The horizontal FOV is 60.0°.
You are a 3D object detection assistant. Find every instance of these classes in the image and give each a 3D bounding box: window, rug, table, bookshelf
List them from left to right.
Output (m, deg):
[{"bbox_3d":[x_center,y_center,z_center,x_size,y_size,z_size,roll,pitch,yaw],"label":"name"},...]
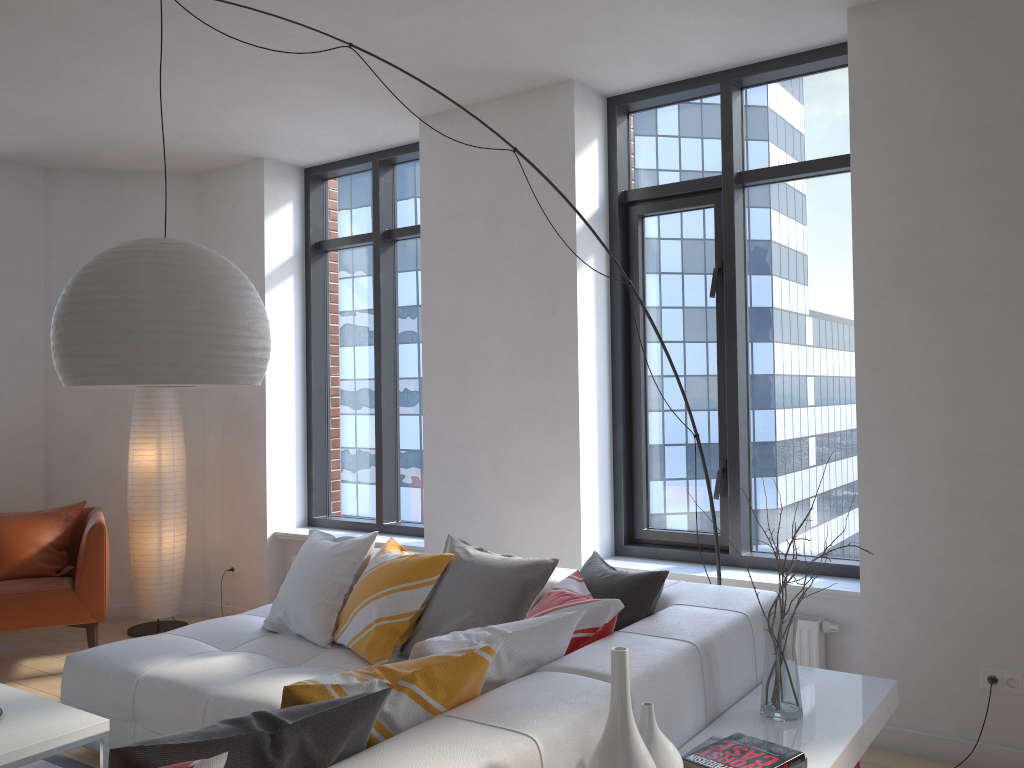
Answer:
[{"bbox_3d":[-2.022,1.473,2.315,1.662,0.016,2.326,-2,-2,34],"label":"rug"},{"bbox_3d":[-1.993,1.257,2.582,1.091,0.435,1.091,-2,-2,34],"label":"table"},{"bbox_3d":[-0.796,-0.266,5.640,1.310,2.402,0.170,-2,-2,34],"label":"window"},{"bbox_3d":[0.350,1.186,1.849,0.356,0.500,2.600,-2,-2,34],"label":"bookshelf"},{"bbox_3d":[1.100,-0.322,4.338,1.310,2.402,0.170,-2,-2,34],"label":"window"}]

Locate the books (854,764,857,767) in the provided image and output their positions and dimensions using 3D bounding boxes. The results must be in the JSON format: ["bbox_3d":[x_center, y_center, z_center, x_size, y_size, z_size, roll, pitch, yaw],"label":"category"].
[{"bbox_3d":[0.963,1.242,2.706,0.187,0.249,0.119,-2,-2,34],"label":"books"}]

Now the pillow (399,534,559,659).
[{"bbox_3d":[-0.627,0.818,2.203,0.647,0.453,2.953,-1,-1,22],"label":"pillow"}]

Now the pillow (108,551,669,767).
[{"bbox_3d":[-0.121,0.818,2.369,0.608,0.436,2.120,-2,-1,30],"label":"pillow"}]

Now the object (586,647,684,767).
[{"bbox_3d":[0.276,0.738,1.864,0.316,0.398,0.319,0,-1,-32],"label":"object"}]

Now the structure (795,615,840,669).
[{"bbox_3d":[0.963,1.244,4.013,1.015,0.460,0.110,-2,-2,34],"label":"structure"}]

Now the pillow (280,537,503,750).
[{"bbox_3d":[-0.448,0.849,2.837,0.630,0.440,2.095,-1,-1,-9],"label":"pillow"}]

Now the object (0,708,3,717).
[{"bbox_3d":[-1.739,0.906,2.695,0.330,0.265,0.330,0,-1,-31],"label":"object"}]

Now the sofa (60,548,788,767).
[{"bbox_3d":[-1.022,1.103,2.478,2.614,0.732,3.424,-2,-2,34],"label":"sofa"}]

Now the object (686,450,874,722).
[{"bbox_3d":[0.825,0.571,2.530,0.406,0.744,0.607,0,-1,-16],"label":"object"}]

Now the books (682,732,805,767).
[{"bbox_3d":[0.551,0.899,2.115,0.238,0.027,0.188,0,-2,-42],"label":"books"}]

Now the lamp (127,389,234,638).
[{"bbox_3d":[-2.015,0.777,5.561,0.804,1.550,0.502,-1,-1,-5],"label":"lamp"}]

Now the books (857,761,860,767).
[{"bbox_3d":[0.979,1.239,2.735,0.198,0.255,0.116,-2,-2,34],"label":"books"}]

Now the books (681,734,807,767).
[{"bbox_3d":[0.532,0.926,2.129,0.245,0.026,0.300,-2,-2,39],"label":"books"}]

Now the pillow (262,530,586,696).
[{"bbox_3d":[-0.543,0.839,3.142,0.580,0.456,2.156,0,-1,-30],"label":"pillow"}]

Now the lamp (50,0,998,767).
[{"bbox_3d":[0.192,0.141,3.086,3.199,2.647,0.710,0,-1,-20],"label":"lamp"}]

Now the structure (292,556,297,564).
[{"bbox_3d":[-0.935,1.300,5.316,1.015,0.460,0.110,-2,-2,34],"label":"structure"}]

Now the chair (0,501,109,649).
[{"bbox_3d":[-2.746,1.118,4.976,0.896,0.858,0.843,0,-1,-23],"label":"chair"}]

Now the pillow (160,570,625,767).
[{"bbox_3d":[-0.299,0.841,2.094,0.575,0.449,2.250,-2,-1,32],"label":"pillow"}]
